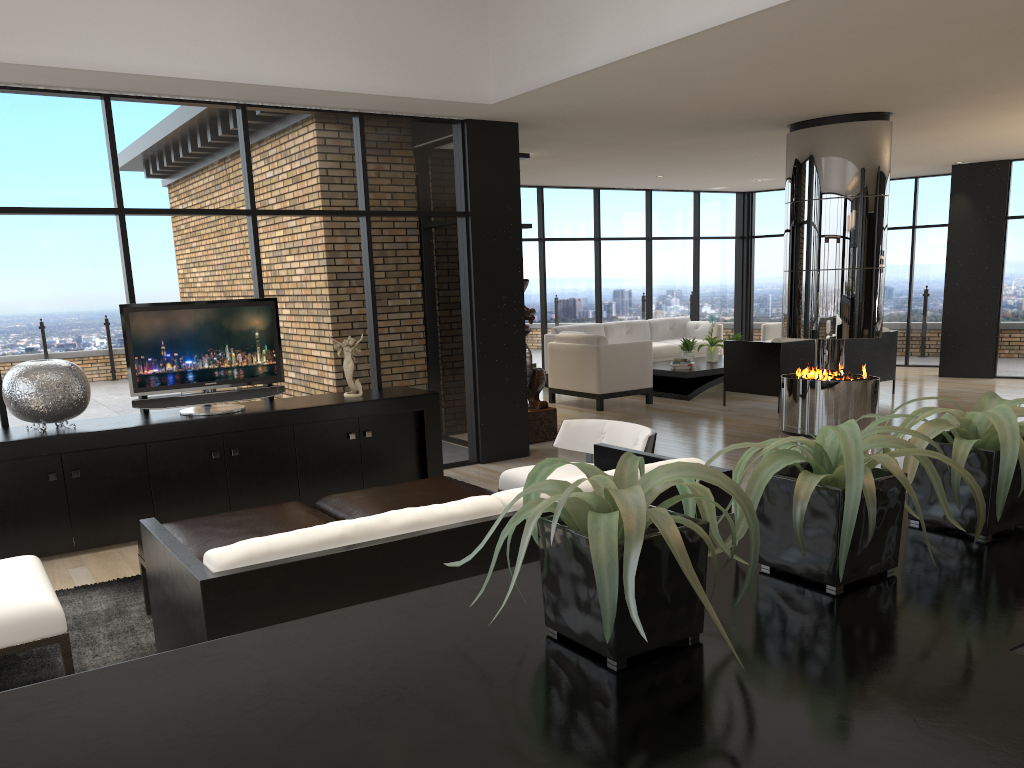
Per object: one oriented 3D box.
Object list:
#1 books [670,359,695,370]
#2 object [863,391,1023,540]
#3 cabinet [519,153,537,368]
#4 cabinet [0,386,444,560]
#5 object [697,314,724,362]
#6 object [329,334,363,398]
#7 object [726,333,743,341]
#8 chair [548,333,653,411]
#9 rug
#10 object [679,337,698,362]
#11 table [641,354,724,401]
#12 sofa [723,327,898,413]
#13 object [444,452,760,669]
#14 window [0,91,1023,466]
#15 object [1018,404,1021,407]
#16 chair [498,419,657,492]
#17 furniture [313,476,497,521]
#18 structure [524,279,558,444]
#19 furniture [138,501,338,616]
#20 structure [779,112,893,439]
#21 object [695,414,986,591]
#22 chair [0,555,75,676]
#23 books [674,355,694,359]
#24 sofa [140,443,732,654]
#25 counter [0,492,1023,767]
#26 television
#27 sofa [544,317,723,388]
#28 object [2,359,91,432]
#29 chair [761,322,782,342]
[{"bbox_3d":[2.107,-0.254,10.906,0.307,0.128,0.220,-1,8,6],"label":"books"},{"bbox_3d":[0.736,0.132,1.490,0.406,0.221,0.392,-3,8,-8],"label":"object"},{"bbox_3d":[-0.963,-0.997,9.927,1.178,2.788,2.635,-9,12,-31],"label":"cabinet"},{"bbox_3d":[-1.943,0.548,5.822,3.020,0.753,0.615,-7,11,-32],"label":"cabinet"},{"bbox_3d":[2.631,-0.605,11.523,0.355,0.642,0.364,-5,11,-13],"label":"object"},{"bbox_3d":[-1.131,-0.136,6.182,0.255,0.467,0.104,-9,13,-31],"label":"object"},{"bbox_3d":[2.977,-0.515,11.788,0.283,0.376,0.212,5,13,35],"label":"object"},{"bbox_3d":[1.061,-0.192,10.601,0.849,0.870,0.991,-8,11,-32],"label":"chair"},{"bbox_3d":[-0.765,1.075,4.136,3.015,0.012,2.458,-6,8,-32],"label":"rug"},{"bbox_3d":[2.263,-0.435,11.352,0.284,0.376,0.211,2,11,20],"label":"object"},{"bbox_3d":[2.584,-0.110,11.590,2.019,0.357,1.252,-7,8,-32],"label":"table"},{"bbox_3d":[3.463,-0.215,10.235,2.019,0.817,0.830,-7,10,-32],"label":"sofa"},{"bbox_3d":[0.129,0.209,1.037,0.397,0.221,0.400,-3,8,-8],"label":"object"},{"bbox_3d":[1.307,-1.734,6.523,10.067,4.867,15.731,5,10,44],"label":"window"},{"bbox_3d":[1.112,0.081,1.697,0.397,0.243,0.400,-3,8,-8],"label":"object"},{"bbox_3d":[0.422,0.589,5.002,0.680,0.686,0.797,-8,11,-32],"label":"chair"},{"bbox_3d":[-0.468,0.781,4.484,0.822,0.491,0.820,-7,10,-33],"label":"furniture"},{"bbox_3d":[-0.005,-0.263,8.386,0.513,1.621,0.723,-9,13,-32],"label":"structure"},{"bbox_3d":[-1.179,0.862,4.033,0.822,0.491,0.820,-7,10,-33],"label":"furniture"},{"bbox_3d":[2.858,-0.901,7.875,0.885,2.790,0.580,9,16,44],"label":"structure"},{"bbox_3d":[0.421,0.157,1.287,0.406,0.243,0.391,-3,8,-8],"label":"object"},{"bbox_3d":[-2.120,0.882,3.356,0.680,0.686,0.797,-8,11,-32],"label":"chair"},{"bbox_3d":[2.121,-0.330,10.884,0.153,0.027,0.183,-8,9,-42],"label":"books"},{"bbox_3d":[-0.204,0.745,3.322,2.019,0.817,0.830,-7,10,-32],"label":"sofa"},{"bbox_3d":[0.889,0.281,1.253,3.095,0.032,1.168,-6,8,-32],"label":"counter"},{"bbox_3d":[-1.960,-0.176,5.689,0.931,0.724,0.402,-4,11,-14],"label":"television"},{"bbox_3d":[1.804,-0.474,12.741,2.678,0.870,0.846,-7,10,-32],"label":"sofa"},{"bbox_3d":[-2.750,0.064,5.230,0.461,0.414,0.458,5,12,39],"label":"object"},{"bbox_3d":[4.202,-0.548,12.582,0.849,0.870,0.991,-8,11,-32],"label":"chair"}]
